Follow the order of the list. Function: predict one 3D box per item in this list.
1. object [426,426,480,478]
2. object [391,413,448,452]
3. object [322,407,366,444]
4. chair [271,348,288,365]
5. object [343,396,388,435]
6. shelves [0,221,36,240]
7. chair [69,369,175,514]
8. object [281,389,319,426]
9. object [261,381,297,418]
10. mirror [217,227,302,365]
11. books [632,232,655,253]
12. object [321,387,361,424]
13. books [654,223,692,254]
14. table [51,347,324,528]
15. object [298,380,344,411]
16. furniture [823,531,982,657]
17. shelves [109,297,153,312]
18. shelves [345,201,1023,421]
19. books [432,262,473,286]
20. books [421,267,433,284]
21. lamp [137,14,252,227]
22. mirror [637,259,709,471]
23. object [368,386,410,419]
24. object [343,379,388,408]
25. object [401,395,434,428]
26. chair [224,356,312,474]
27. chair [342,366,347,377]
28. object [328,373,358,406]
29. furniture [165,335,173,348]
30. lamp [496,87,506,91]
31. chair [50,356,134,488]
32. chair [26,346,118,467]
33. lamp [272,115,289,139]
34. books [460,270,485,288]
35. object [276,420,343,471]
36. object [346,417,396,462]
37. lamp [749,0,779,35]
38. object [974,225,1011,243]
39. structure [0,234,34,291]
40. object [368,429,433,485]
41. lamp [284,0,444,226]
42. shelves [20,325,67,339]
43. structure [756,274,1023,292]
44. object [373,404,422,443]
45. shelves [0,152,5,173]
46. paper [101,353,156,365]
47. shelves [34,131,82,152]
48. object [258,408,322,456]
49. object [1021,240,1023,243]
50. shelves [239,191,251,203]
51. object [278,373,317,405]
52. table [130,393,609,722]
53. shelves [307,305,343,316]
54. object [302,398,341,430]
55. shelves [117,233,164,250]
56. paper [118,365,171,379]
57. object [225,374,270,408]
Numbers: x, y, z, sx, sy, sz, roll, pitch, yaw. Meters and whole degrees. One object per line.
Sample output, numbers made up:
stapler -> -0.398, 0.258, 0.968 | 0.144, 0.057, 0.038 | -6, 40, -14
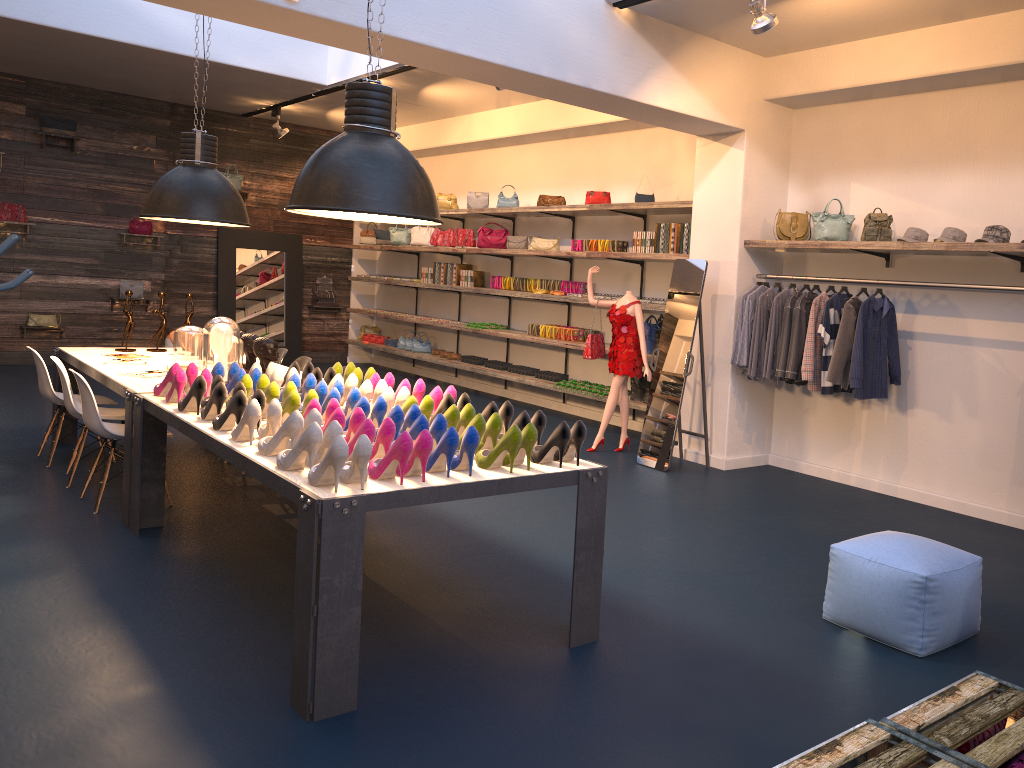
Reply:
object -> -0.232, 0.244, 3.347 | 0.217, 0.194, 0.225 | 1, 6, -30
object -> -0.378, 0.206, 3.570 | 0.218, 0.194, 0.224 | 0, 6, -38
object -> -0.710, 0.179, 3.593 | 0.218, 0.194, 0.224 | 1, 6, -33
chair -> -2.096, 0.114, 6.905 | 0.589, 0.798, 0.430 | 1, 5, -37
object -> -0.676, 0.139, 3.945 | 0.218, 0.194, 0.224 | 0, 6, -38
shelves -> -6.027, -1.846, 10.446 | 0.489, 0.210, 0.226 | -1, 7, -38
chair -> -2.323, 0.310, 5.170 | 0.589, 0.798, 0.430 | 0, 5, -39
object -> -0.998, 0.109, 3.998 | 0.218, 0.194, 0.224 | 0, 6, -38
object -> -1.151, 0.072, 4.217 | 0.218, 0.194, 0.224 | 0, 6, -38
mirror -> -3.605, -1.235, 12.457 | 1.253, 1.911, 0.247 | 1, 4, -39
books -> 1.347, -1.378, 8.491 | 0.195, 0.209, 0.293 | 0, 7, -37
object -> -0.837, 0.099, 4.177 | 0.225, 0.194, 0.224 | 0, 6, -38
books -> 1.638, -1.357, 8.163 | 0.259, 0.287, 0.590 | 0, 7, -39
table -> -2.241, 0.239, 6.038 | 1.340, 0.737, 2.344 | -1, 8, -37
object -> -0.956, 0.065, 4.388 | 0.218, 0.194, 0.224 | 0, 6, -38
furniture -> 1.833, 0.930, 4.063 | 0.703, 0.421, 0.598 | -1, 7, -39
shelves -> -4.983, -1.034, 11.360 | 0.489, 0.183, 0.226 | -1, 7, -38
shelves -> -1.085, -0.327, 4.540 | 9.371, 2.216, 15.544 | -1, 9, -37
books -> -0.791, -1.453, 11.499 | 0.259, 0.287, 0.590 | 0, 7, -39
books -> -1.083, -1.474, 11.828 | 0.195, 0.209, 0.293 | 0, 7, -37
lamp -> -2.138, -1.934, 5.962 | 0.708, 1.641, 0.694 | 4, 3, -2
mirror -> 1.429, -0.184, 7.386 | 0.566, 1.759, 0.465 | 1, 4, -38
object -> -0.617, 0.097, 4.322 | 0.218, 0.194, 0.224 | 0, 6, -38
object -> -0.759, 0.060, 4.538 | 0.218, 0.194, 0.224 | 0, 6, -38
object -> -0.478, 0.136, 4.079 | 0.218, 0.194, 0.224 | 0, 6, -38
chair -> -1.782, 0.201, 6.376 | 0.589, 0.798, 0.430 | 0, 5, -39
chair -> -1.352, 0.287, 5.924 | 0.590, 0.798, 0.429 | 0, 5, -44
object -> -0.946, 0.028, 4.695 | 0.219, 0.194, 0.223 | -1, 7, -42
furniture -> -4.179, -0.410, 11.277 | 0.627, 0.478, 0.536 | 0, 6, -35
lamp -> -0.066, -2.644, 7.409 | 0.178, 0.326, 0.245 | 4, 4, 9
chair -> -2.692, 0.224, 5.660 | 0.585, 0.798, 0.433 | 1, 4, -31
chair -> -3.102, 0.137, 6.127 | 0.589, 0.798, 0.430 | 0, 5, -39
lamp -> -3.019, -3.331, 11.308 | 0.239, 0.326, 0.183 | 4, 4, 5
books -> -0.511, -1.349, 11.148 | 0.197, 0.212, 0.304 | 0, 7, -38
object -> -0.748, 0.221, 3.233 | 0.223, 0.194, 0.219 | 9, 7, 43
object -> -0.565, 0.214, 3.392 | 0.218, 0.194, 0.224 | 0, 6, -38
lamp -> 1.514, -2.275, 5.316 | 0.249, 0.326, 0.175 | 3, 4, -11
object -> 3.311, -1.023, 5.966 | 0.258, 0.135, 0.162 | 2, 6, -19
structure -> -5.835, -0.982, 9.563 | 1.005, 1.801, 0.166 | 3, 3, -15
object -> -0.404, 0.251, 3.184 | 0.219, 0.194, 0.223 | 0, 7, -41
lamp -> -0.630, -1.584, 3.974 | 0.644, 1.641, 0.758 | 7, 4, 43
shelves -> -5.794, -0.634, 10.739 | 0.489, 0.156, 0.226 | -1, 8, -38
structure -> 4.499, -0.363, 4.251 | 0.042, 0.038, 8.045 | 0, 8, -37
object -> -0.508, 0.172, 3.772 | 0.218, 0.194, 0.223 | 0, 7, -40
shelves -> -6.301, -2.583, 10.163 | 0.605, 0.315, 0.226 | -1, 6, -39
paper -> -2.687, -0.178, 6.102 | 0.358, 0.014, 0.674 | 0, 8, -27
shelves -> -5.594, -2.976, 10.698 | 0.489, 0.178, 0.226 | -1, 7, -38
object -> -0.879, 0.184, 3.455 | 0.224, 0.194, 0.218 | 8, 6, 38
object -> 3.492, -0.981, 5.727 | 0.258, 0.135, 0.162 | 2, 6, -19
shelves -> -3.916, -2.597, 12.081 | 0.489, 0.176, 0.226 | -1, 7, -38
object -> -1.136, 0.029, 4.571 | 0.218, 0.194, 0.224 | 0, 6, -38
table -> -0.827, 0.568, 4.171 | 1.340, 0.737, 2.344 | -1, 8, -37
shelves -> -2.819, -1.098, 13.098 | 0.489, 0.156, 0.226 | -1, 8, -38
object -> -0.847, 0.145, 3.793 | 0.217, 0.194, 0.225 | 1, 6, -30
shelves -> -4.875, -1.867, 11.399 | 0.536, 0.184, 0.186 | -1, 7, -39
paper -> -2.201, -0.083, 5.613 | 0.332, 0.014, 0.730 | 5, 7, 5
object -> -1.334, 0.034, 4.416 | 0.218, 0.194, 0.224 | 0, 6, -35
